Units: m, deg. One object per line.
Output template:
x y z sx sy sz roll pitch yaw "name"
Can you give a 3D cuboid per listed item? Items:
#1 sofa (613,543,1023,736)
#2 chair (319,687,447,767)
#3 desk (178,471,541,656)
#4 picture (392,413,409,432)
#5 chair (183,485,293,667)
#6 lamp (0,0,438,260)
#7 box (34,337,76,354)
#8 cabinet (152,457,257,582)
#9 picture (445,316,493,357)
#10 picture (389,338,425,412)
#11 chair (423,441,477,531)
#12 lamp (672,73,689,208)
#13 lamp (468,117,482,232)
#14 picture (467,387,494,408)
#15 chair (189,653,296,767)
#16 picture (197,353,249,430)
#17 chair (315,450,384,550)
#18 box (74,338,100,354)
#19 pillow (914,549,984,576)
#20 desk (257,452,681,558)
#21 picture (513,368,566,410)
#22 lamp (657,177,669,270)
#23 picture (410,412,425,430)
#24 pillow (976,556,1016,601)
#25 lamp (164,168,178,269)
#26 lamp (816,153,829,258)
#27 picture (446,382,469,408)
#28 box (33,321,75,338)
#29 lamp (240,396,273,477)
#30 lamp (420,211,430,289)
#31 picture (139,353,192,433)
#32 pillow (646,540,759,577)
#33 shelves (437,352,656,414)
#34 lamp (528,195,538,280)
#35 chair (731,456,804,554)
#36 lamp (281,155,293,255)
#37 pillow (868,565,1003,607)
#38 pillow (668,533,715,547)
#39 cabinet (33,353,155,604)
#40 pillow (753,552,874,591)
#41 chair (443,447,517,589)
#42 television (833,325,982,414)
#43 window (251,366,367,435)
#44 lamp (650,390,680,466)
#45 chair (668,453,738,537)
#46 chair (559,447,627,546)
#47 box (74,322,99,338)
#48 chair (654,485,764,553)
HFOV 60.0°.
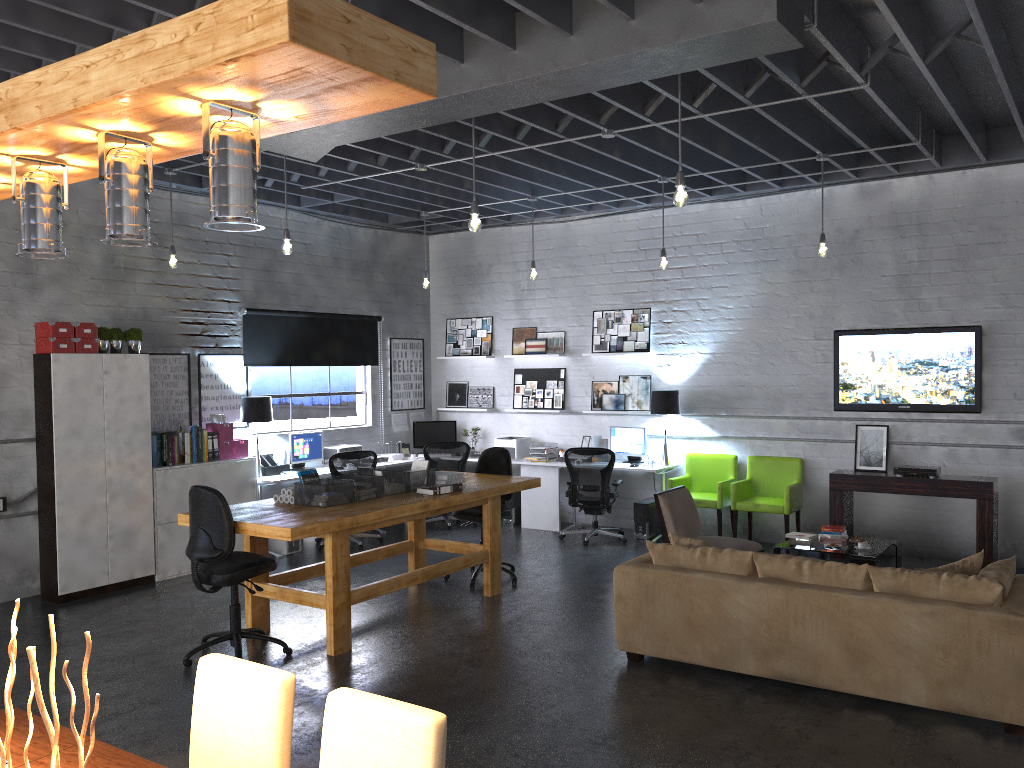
1.903 1.443 5.427 2.330 0.629 1.104 0 1 34 "sofa"
-0.499 1.364 2.254 0.491 0.959 0.615 0 2 34 "chair"
-0.999 1.307 6.864 1.115 0.927 2.831 0 1 34 "desk"
-1.430 0.491 11.351 0.036 0.221 0.289 1 2 34 "picture"
-1.840 1.216 5.855 0.659 1.165 0.686 0 2 32 "chair"
-1.124 -1.219 2.063 2.129 1.842 0.366 0 2 34 "lamp"
-3.779 -0.315 7.334 0.270 0.131 0.206 0 2 34 "box"
-3.071 1.257 8.569 0.465 1.022 1.151 0 2 34 "cabinet"
-0.562 -0.608 11.478 0.749 0.503 0.058 0 2 34 "picture"
-1.350 -0.126 11.472 0.020 0.935 0.658 1 2 34 "picture"
-0.844 1.187 10.641 0.731 1.032 0.752 -2 2 -32 "chair"
0.974 -1.465 5.139 0.104 0.878 0.104 -1 2 -12 "lamp"
-0.256 -1.464 5.976 0.104 0.878 0.104 1 2 34 "lamp"
-0.404 0.172 11.410 0.410 0.277 0.036 0 2 34 "picture"
-0.985 1.365 2.584 0.491 0.959 0.615 0 2 34 "chair"
-2.958 0.078 9.111 0.020 0.781 0.606 1 2 34 "picture"
-1.807 1.219 9.535 0.752 1.032 0.731 1 2 38 "chair"
-3.662 -0.320 7.506 0.270 0.131 0.206 0 2 34 "box"
2.488 1.163 5.107 0.550 0.423 0.243 -1 2 -15 "pillow"
-0.512 1.324 9.568 3.574 0.786 3.297 0 1 34 "desk"
0.330 0.059 10.900 0.749 0.503 0.058 0 2 34 "picture"
1.447 -1.530 8.478 0.104 0.878 0.104 1 2 34 "lamp"
-1.234 0.484 11.638 0.036 0.221 0.289 1 2 34 "picture"
2.689 1.206 5.016 0.238 0.375 0.749 0 2 34 "pillow"
-3.015 -1.461 7.853 0.104 0.878 0.104 1 2 34 "lamp"
2.677 -1.531 7.641 0.104 0.878 0.104 -1 2 -12 "lamp"
-0.721 0.140 11.628 0.355 0.343 0.042 0 2 34 "picture"
-3.781 -0.445 7.330 0.270 0.131 0.206 0 2 34 "box"
-2.647 0.549 9.211 0.333 0.832 0.333 -1 2 -4 "lamp"
-0.990 -1.527 10.136 0.104 0.878 0.104 1 2 34 "lamp"
-3.353 0.093 8.532 0.020 0.781 0.606 1 2 34 "picture"
1.226 1.195 5.582 0.704 0.402 0.291 0 2 34 "pillow"
0.328 -0.009 10.813 3.023 0.694 0.199 0 2 34 "shelves"
0.221 -1.528 9.312 0.104 0.878 0.104 1 2 34 "lamp"
2.629 1.224 9.107 0.611 0.921 0.516 0 2 34 "chair"
-1.790 -1.462 7.019 0.104 0.878 0.104 1 2 34 "lamp"
2.320 1.195 4.829 0.663 0.386 0.308 0 2 36 "pillow"
1.230 1.190 5.835 0.319 0.403 0.523 -2 2 -36 "pillow"
-3.579 0.766 7.639 0.291 2.048 0.872 1 2 34 "cabinet"
1.785 1.194 5.202 0.666 0.402 0.291 0 2 34 "pillow"
-0.240 1.160 7.867 0.659 1.165 0.686 0 2 32 "chair"
3.779 -0.133 8.536 1.324 0.817 0.021 0 2 34 "television"
-2.322 -0.077 10.212 0.030 1.220 1.821 1 2 34 "window"
1.685 0.483 9.753 0.333 0.832 0.333 -1 2 -4 "lamp"
2.054 1.224 9.498 0.611 0.921 0.516 0 2 34 "chair"
0.869 1.181 9.662 0.732 1.032 0.752 -1 2 3 "chair"
-3.665 -0.450 7.502 0.268 0.133 0.206 0 2 34 "box"
1.620 1.308 7.284 0.725 0.842 0.574 0 2 34 "chair"
